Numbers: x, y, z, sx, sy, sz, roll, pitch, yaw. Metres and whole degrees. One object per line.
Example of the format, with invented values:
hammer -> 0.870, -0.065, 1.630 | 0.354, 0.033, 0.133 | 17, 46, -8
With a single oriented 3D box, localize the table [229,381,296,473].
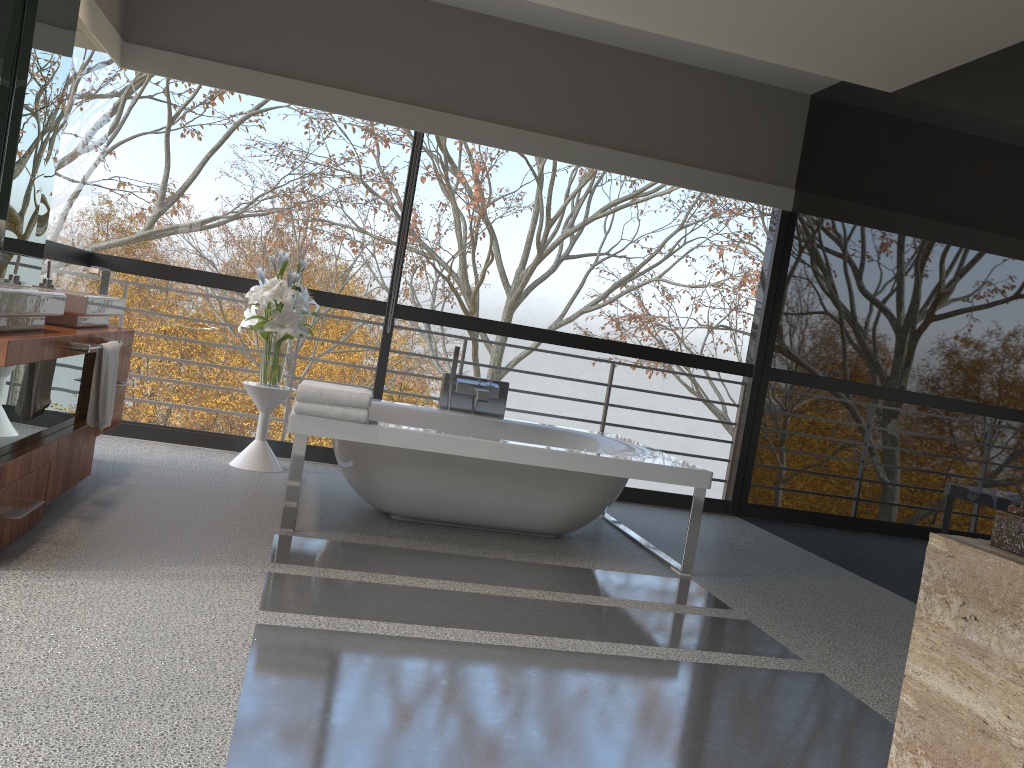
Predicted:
table -> -1.447, 0.246, 5.152 | 0.307, 0.478, 0.308 | 8, 2, -29

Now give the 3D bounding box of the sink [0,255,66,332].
sink -> -1.804, -0.329, 3.010 | 0.352, 0.266, 0.751 | 9, 2, -13

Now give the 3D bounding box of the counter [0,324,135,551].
counter -> -1.942, 0.117, 3.539 | 0.524, 0.704, 1.849 | 9, 2, -13

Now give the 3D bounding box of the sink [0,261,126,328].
sink -> -2.027, -0.411, 4.046 | 0.352, 0.266, 0.751 | 9, 2, -13

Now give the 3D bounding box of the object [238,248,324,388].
object -> -1.355, -0.383, 5.122 | 0.450, 0.795, 0.460 | 10, 2, 15

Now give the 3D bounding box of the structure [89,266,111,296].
structure -> -2.139, -0.096, 4.466 | 0.069, 0.988, 0.303 | 9, 2, -13

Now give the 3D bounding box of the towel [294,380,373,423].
towel -> -0.780, 0.082, 3.907 | 0.322, 0.145, 0.305 | 9, 2, -10

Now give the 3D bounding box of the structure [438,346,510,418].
structure -> -0.229, 0.243, 5.205 | 0.402, 0.884, 0.330 | 9, 2, -13

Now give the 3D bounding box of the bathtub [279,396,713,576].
bathtub -> -0.174, 0.466, 4.612 | 1.957, 0.504, 1.328 | 9, 2, -13

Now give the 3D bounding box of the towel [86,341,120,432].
towel -> -1.674, 0.008, 3.667 | 0.079, 0.368, 0.303 | 9, 2, -12

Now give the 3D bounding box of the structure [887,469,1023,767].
structure -> 1.011, 0.497, 1.711 | 0.291, 1.074, 0.328 | 9, 2, -13

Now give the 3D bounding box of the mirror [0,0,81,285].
mirror -> -2.135, -1.076, 3.441 | 0.253, 1.617, 1.791 | 9, 2, -13
